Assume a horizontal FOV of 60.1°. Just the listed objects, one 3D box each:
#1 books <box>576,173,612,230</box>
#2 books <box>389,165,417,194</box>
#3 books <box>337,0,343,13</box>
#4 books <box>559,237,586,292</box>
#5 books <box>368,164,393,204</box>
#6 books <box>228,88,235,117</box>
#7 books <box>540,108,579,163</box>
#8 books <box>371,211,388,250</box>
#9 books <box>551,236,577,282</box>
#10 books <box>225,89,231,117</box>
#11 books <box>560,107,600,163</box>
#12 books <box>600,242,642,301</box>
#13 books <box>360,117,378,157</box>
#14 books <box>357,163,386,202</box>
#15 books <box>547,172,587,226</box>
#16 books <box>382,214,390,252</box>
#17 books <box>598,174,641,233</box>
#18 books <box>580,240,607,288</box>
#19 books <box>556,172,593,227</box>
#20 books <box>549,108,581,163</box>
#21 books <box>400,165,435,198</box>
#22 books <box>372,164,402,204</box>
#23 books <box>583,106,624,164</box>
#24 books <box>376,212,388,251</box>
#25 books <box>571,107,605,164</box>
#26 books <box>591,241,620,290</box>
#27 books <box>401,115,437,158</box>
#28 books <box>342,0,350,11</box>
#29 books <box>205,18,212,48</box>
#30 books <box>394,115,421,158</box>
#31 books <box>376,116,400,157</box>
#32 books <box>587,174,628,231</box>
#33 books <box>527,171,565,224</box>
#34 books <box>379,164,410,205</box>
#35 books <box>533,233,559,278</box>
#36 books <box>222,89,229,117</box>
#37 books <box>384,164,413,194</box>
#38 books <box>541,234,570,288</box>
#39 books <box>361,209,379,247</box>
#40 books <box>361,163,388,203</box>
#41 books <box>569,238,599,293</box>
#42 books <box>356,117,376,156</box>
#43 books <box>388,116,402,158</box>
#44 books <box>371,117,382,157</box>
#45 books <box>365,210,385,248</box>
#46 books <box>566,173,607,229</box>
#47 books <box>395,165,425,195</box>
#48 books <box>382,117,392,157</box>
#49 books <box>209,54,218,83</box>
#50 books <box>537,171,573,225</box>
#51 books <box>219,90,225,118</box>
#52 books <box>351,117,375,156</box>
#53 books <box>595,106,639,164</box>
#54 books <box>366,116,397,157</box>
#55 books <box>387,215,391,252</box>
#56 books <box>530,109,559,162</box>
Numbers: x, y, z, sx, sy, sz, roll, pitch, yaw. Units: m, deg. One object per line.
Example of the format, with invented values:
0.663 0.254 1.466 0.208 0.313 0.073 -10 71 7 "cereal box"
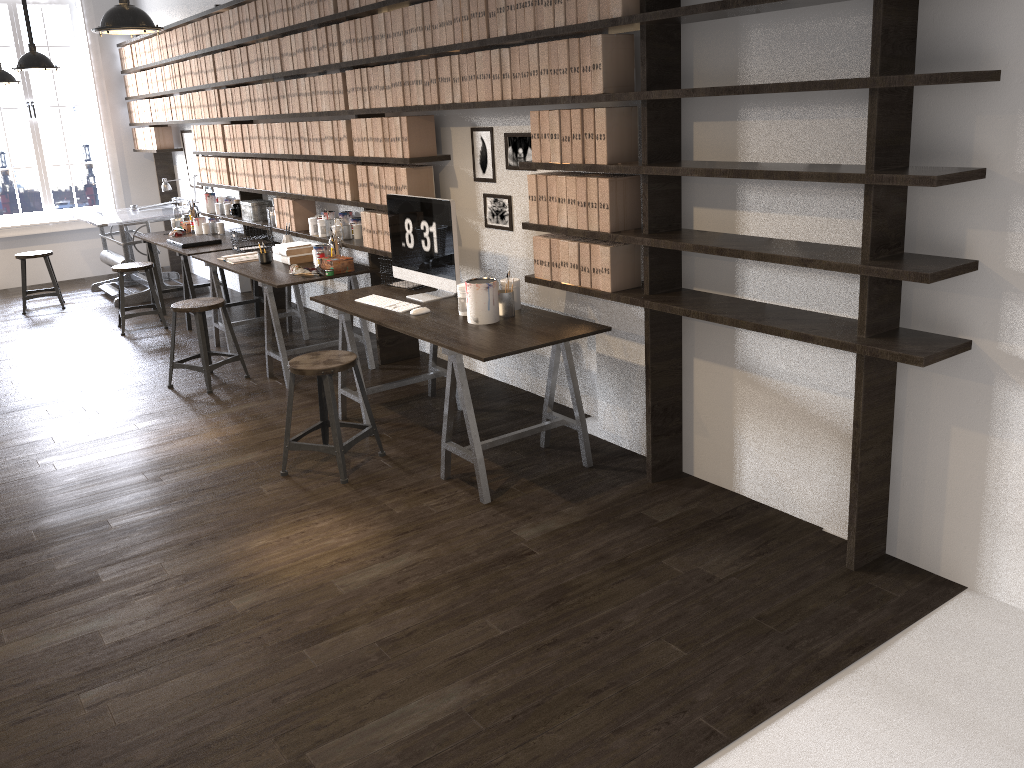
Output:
0.363 -0.770 3.755 0.175 0.223 0.067 -14 19 -34 "books"
-0.605 -1.135 5.078 0.175 0.223 0.067 -14 19 -34 "books"
-0.933 -2.286 5.178 0.175 0.222 0.067 -14 19 -33 "books"
0.302 -0.537 3.935 0.175 0.222 0.067 -14 19 -33 "books"
-0.763 -1.198 5.304 0.175 0.223 0.067 -14 19 -34 "books"
-2.133 -2.220 6.989 0.175 0.223 0.067 -14 19 -34 "books"
0.214 -1.086 3.879 0.175 0.223 0.067 -14 19 -33 "books"
-0.755 -0.933 5.373 0.175 0.223 0.067 -14 19 -33 "books"
0.266 -0.551 3.986 0.175 0.222 0.067 -14 19 -33 "books"
-2.171 -2.237 7.048 0.175 0.223 0.067 -14 19 -34 "books"
0.297 -1.055 3.767 0.175 0.223 0.067 -14 19 -34 "books"
0.457 -0.477 3.718 0.175 0.223 0.067 -14 19 -33 "books"
-0.797 -1.464 5.252 0.175 0.223 0.067 -14 19 -33 "books"
-0.849 -1.230 5.422 0.175 0.222 0.067 -14 19 -34 "books"
0.248 -0.818 3.925 0.175 0.223 0.067 -14 19 -34 "books"
-0.675 -0.906 5.274 0.175 0.222 0.067 -14 19 -33 "books"
0.445 -0.742 3.652 0.175 0.223 0.067 -14 19 -33 "books"
0.383 -0.507 3.828 0.175 0.223 0.067 -14 19 -33 "books"
0.285 -0.802 3.867 0.175 0.223 0.067 -14 19 -33 "books"
0.252 -1.070 3.821 0.175 0.223 0.067 -14 19 -34 "books"
-0.527 -1.107 4.976 0.175 0.222 0.067 -14 19 -33 "books"
-0.725 -1.181 5.245 0.175 0.223 0.067 -14 19 -34 "books"
0.384 -1.023 3.648 0.175 0.222 0.067 -14 19 -34 "books"
-0.715 -0.920 5.325 0.175 0.222 0.067 -14 19 -34 "books"
0.336 -1.038 3.704 0.175 0.223 0.067 -14 19 -33 "books"
0.425 -0.493 3.773 0.175 0.223 0.067 -14 19 -33 "books"
-0.512 -1.360 4.872 0.175 0.223 0.067 -14 19 -33 "books"
-0.894 -2.268 5.116 0.175 0.223 0.067 -14 19 -34 "books"
-2.355 -2.818 7.109 0.175 0.223 0.067 -14 19 -33 "books"
-0.557 -1.374 4.925 0.175 0.223 0.067 -14 19 -33 "books"
-0.680 -1.420 5.091 0.175 0.223 0.067 -14 19 -33 "books"
0.403 -0.758 3.707 0.175 0.222 0.067 -14 19 -33 "books"
0.162 -0.847 4.033 0.175 0.223 0.067 -14 19 -33 "books"
-0.681 -1.167 5.191 0.175 0.223 0.067 -14 19 -33 "books"
0.189 -0.581 4.093 0.175 0.223 0.067 -14 19 -33 "books"
-2.219 -2.252 7.105 0.175 0.223 0.067 -14 19 -33 "books"
-0.639 -1.151 5.134 0.175 0.223 0.067 -14 19 -33 "books"
0.224 -0.565 4.036 0.175 0.223 0.067 -14 19 -34 "books"
-0.837 -0.965 5.490 0.175 0.223 0.067 -14 19 -34 "books"
-0.811 -1.213 5.360 0.175 0.223 0.067 -14 19 -33 "books"
0.339 -0.522 3.881 0.175 0.223 0.067 -14 19 -34 "books"
-0.834 -1.480 5.310 0.175 0.223 0.067 -14 19 -34 "books"
-0.595 -1.391 4.984 0.175 0.223 0.067 -14 19 -34 "books"
-0.715 -1.435 5.146 0.175 0.222 0.067 -14 19 -34 "books"
-0.797 -0.949 5.430 0.175 0.223 0.067 -14 19 -34 "books"
0.325 -0.785 3.808 0.175 0.223 0.067 -14 19 -33 "books"
-0.562 -1.121 5.027 0.175 0.222 0.067 -14 19 -33 "books"
-0.636 -1.406 5.040 0.175 0.223 0.067 -14 19 -34 "books"
-2.344 -2.556 7.186 0.175 0.223 0.067 -14 19 -34 "books"
0.206 -0.833 3.979 0.175 0.223 0.067 -14 19 -34 "books"
-2.257 -2.269 7.167 0.175 0.222 0.067 -14 19 -34 "books"
-0.873 -1.496 5.366 0.175 0.223 0.067 -14 19 -34 "books"
0.426 -1.006 3.587 0.175 0.222 0.067 -14 19 -33 "books"
-0.753 -1.449 5.195 0.175 0.222 0.067 -14 19 -34 "books"
-0.636 -0.889 5.212 0.175 0.223 0.067 -14 19 -34 "books"
0.173 -1.102 3.935 0.175 0.223 0.067 -14 19 -33 "books"
